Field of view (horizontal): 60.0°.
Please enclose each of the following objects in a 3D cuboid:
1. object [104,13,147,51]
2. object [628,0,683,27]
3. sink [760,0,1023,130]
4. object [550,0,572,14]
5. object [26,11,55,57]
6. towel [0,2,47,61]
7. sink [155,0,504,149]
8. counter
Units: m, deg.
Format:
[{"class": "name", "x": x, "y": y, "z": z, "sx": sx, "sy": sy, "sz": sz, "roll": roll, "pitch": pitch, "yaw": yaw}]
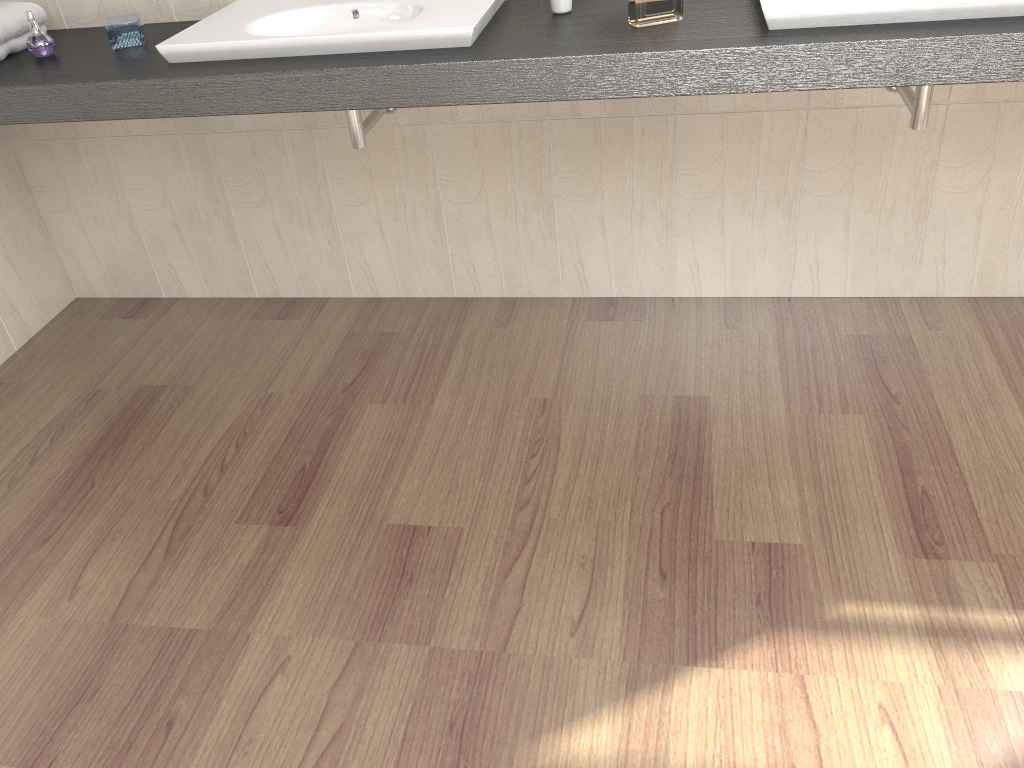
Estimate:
[{"class": "object", "x": -0.875, "y": -0.800, "z": 2.014, "sx": 0.072, "sy": 0.053, "sz": 0.102, "roll": -13, "pitch": 35, "yaw": -10}, {"class": "object", "x": 0.275, "y": -0.761, "z": 1.699, "sx": 0.100, "sy": 0.130, "sz": 0.040, "roll": -13, "pitch": 35, "yaw": -10}, {"class": "sink", "x": 0.823, "y": -0.662, "z": 1.768, "sx": 0.670, "sy": 0.288, "sz": 0.403, "roll": 1, "pitch": 35, "yaw": 11}, {"class": "object", "x": 0.101, "y": -0.829, "z": 1.853, "sx": 0.058, "sy": 0.100, "sz": 0.058, "roll": 7, "pitch": 37, "yaw": 19}, {"class": "object", "x": -1.064, "y": -0.784, "z": 1.986, "sx": 0.059, "sy": 0.094, "sz": 0.059, "roll": -2, "pitch": 35, "yaw": 6}, {"class": "towel", "x": -1.255, "y": -0.798, "z": 2.035, "sx": 0.233, "sy": 0.099, "sz": 0.331, "roll": -2, "pitch": 35, "yaw": 6}, {"class": "sink", "x": -0.355, "y": -0.683, "z": 1.993, "sx": 0.670, "sy": 0.288, "sz": 0.403, "roll": 1, "pitch": 35, "yaw": 11}, {"class": "counter", "x": 0.113, "y": -0.703, "z": 1.828, "sx": 3.220, "sy": 0.080, "sz": 0.510, "roll": 1, "pitch": 35, "yaw": 11}]
